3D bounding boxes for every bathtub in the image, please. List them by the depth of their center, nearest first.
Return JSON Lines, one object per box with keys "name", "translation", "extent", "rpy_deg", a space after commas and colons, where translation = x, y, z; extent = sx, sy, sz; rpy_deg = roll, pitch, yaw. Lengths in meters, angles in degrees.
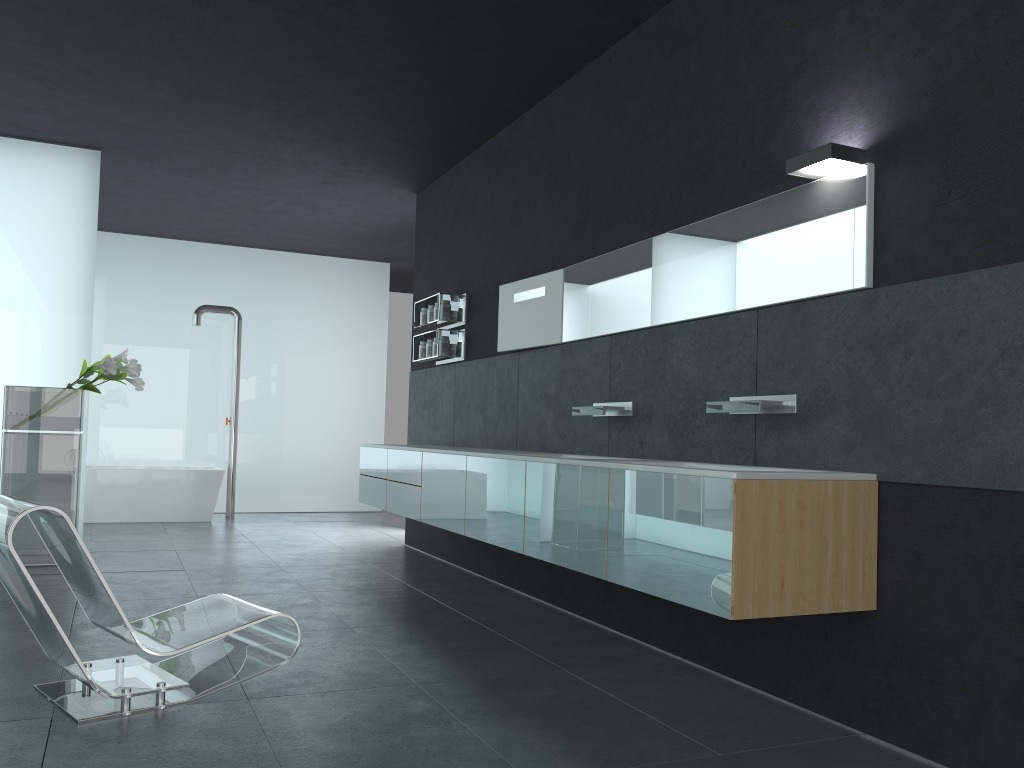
{"name": "bathtub", "translation": [-4.752, 1.298, 11.329], "extent": [1.978, 0.858, 0.961], "rpy_deg": [3, -3, -24]}

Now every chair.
{"name": "chair", "translation": [-1.666, 0.945, 3.999], "extent": [1.262, 0.870, 0.629], "rpy_deg": [4, -4, -43]}

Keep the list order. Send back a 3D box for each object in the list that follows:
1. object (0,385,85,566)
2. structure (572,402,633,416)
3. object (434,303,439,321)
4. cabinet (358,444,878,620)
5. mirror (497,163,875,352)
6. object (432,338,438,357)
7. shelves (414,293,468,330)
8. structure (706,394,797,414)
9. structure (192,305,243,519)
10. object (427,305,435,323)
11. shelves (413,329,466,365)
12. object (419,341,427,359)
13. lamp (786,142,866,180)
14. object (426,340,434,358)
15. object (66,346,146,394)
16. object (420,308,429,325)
{"name": "object", "translation": [-4.059, 0.781, 7.662], "extent": [0.585, 1.490, 0.575], "rpy_deg": [3, -3, -24]}
{"name": "structure", "translation": [0.554, 0.157, 5.574], "extent": [0.186, 0.088, 0.482], "rpy_deg": [3, -4, -24]}
{"name": "object", "translation": [-0.681, -0.662, 8.264], "extent": [0.096, 0.184, 0.068], "rpy_deg": [3, -3, -26]}
{"name": "cabinet", "translation": [0.025, 0.747, 6.043], "extent": [0.734, 0.556, 5.586], "rpy_deg": [3, -4, -24]}
{"name": "mirror", "translation": [0.742, -0.594, 5.436], "extent": [0.109, 0.532, 3.724], "rpy_deg": [3, -3, -25]}
{"name": "object", "translation": [-0.690, -0.335, 8.252], "extent": [0.096, 0.184, 0.068], "rpy_deg": [3, -3, -26]}
{"name": "shelves", "translation": [-0.685, -0.677, 8.396], "extent": [0.265, 0.285, 0.770], "rpy_deg": [3, -3, -24]}
{"name": "structure", "translation": [1.135, 0.097, 4.280], "extent": [0.186, 0.088, 0.482], "rpy_deg": [3, -4, -24]}
{"name": "structure", "translation": [-3.939, 0.392, 11.714], "extent": [0.643, 2.869, 0.123], "rpy_deg": [3, -2, -24]}
{"name": "object", "translation": [-0.758, -0.654, 8.436], "extent": [0.096, 0.184, 0.068], "rpy_deg": [2, -2, -15]}
{"name": "shelves", "translation": [-0.695, -0.350, 8.384], "extent": [0.265, 0.285, 0.770], "rpy_deg": [3, -3, -24]}
{"name": "object", "translation": [-0.855, -0.318, 8.619], "extent": [0.096, 0.184, 0.068], "rpy_deg": [3, -3, -32]}
{"name": "lamp", "translation": [1.374, -0.974, 3.893], "extent": [0.198, 0.066, 0.277], "rpy_deg": [3, -4, -24]}
{"name": "object", "translation": [-0.768, -0.327, 8.424], "extent": [0.096, 0.184, 0.068], "rpy_deg": [2, -2, -15]}
{"name": "object", "translation": [-3.722, 0.021, 7.666], "extent": [1.025, 0.779, 0.974], "rpy_deg": [4, -3, -32]}
{"name": "object", "translation": [-0.846, -0.645, 8.631], "extent": [0.096, 0.184, 0.068], "rpy_deg": [3, -3, -32]}
